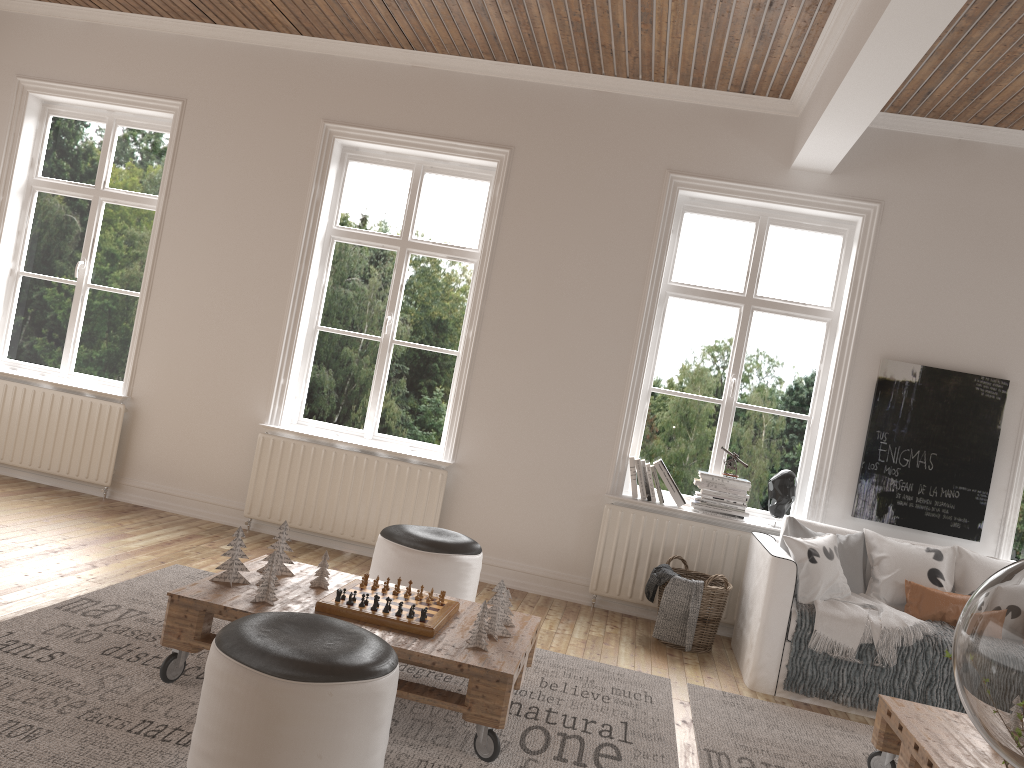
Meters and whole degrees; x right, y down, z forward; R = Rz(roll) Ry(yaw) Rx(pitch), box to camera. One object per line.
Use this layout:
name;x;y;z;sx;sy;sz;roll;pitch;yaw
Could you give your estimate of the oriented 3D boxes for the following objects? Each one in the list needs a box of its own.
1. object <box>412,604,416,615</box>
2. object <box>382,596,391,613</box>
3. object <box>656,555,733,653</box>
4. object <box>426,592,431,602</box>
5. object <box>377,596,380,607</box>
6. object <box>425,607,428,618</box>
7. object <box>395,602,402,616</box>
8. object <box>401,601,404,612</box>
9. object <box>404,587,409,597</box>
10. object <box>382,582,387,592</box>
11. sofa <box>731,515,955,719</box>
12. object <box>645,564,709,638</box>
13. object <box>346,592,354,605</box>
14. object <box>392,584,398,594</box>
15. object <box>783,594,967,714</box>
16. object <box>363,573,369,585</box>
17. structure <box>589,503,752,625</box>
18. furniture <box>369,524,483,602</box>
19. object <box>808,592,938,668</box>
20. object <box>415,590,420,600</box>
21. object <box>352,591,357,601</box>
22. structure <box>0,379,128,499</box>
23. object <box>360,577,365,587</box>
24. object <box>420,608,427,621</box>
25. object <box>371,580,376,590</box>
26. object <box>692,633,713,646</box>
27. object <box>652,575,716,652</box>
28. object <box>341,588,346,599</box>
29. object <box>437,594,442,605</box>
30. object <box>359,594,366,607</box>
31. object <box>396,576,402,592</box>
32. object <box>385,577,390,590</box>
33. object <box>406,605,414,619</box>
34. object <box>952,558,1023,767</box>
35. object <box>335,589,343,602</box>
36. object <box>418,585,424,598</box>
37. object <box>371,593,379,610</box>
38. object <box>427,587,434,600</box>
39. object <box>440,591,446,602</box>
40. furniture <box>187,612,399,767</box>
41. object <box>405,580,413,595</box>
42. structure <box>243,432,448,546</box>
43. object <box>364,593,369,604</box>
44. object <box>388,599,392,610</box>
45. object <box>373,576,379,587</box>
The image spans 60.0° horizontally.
object;-0.347;0.792;3.118;0.017;0.037;0.017;11;0;28
object;-0.434;0.766;3.086;0.025;0.055;0.025;11;0;41
object;0.956;1.180;4.751;0.393;0.432;0.393;11;0;30
object;-0.312;0.800;3.330;0.017;0.037;0.017;11;0;28
object;-0.475;0.768;3.136;0.017;0.037;0.017;11;0;28
object;-0.303;0.801;3.110;0.017;0.037;0.017;11;0;28
object;-0.390;0.779;3.080;0.022;0.047;0.022;11;0;41
object;-0.390;0.784;3.124;0.017;0.037;0.017;11;0;28
object;-0.397;0.784;3.346;0.017;0.037;0.017;11;0;28
object;-0.483;0.768;3.360;0.017;0.037;0.017;11;0;28
sofa;2.178;1.232;4.404;1.960;0.776;0.866;11;0;9
object;0.887;1.161;4.751;0.367;0.332;0.303;11;0;0
object;-0.564;0.748;3.107;0.026;0.044;0.026;11;0;-36
object;-0.441;0.776;3.354;0.017;0.037;0.017;11;0;28
object;2.137;1.373;4.248;1.680;0.423;0.651;11;0;9
object;-0.562;0.751;3.417;0.019;0.040;0.019;11;0;5
structure;1.065;1.208;5.100;1.223;0.829;0.095;11;0;9
furniture;-0.417;0.920;4.242;0.518;0.430;0.518;11;0;30
object;1.735;1.160;4.324;0.588;0.255;0.729;11;0;13
object;-0.354;0.792;3.338;0.017;0.037;0.017;11;0;28
object;-0.559;0.752;3.153;0.017;0.037;0.017;11;0;28
structure;-3.118;0.423;5.748;1.223;0.829;0.085;11;0;8
object;-0.568;0.752;3.371;0.017;0.037;0.017;11;0;28
object;-0.307;0.798;3.065;0.019;0.040;0.019;11;0;43
object;-0.523;0.760;3.365;0.017;0.037;0.017;11;0;28
object;0.939;1.291;4.754;0.291;0.186;0.280;11;0;-6
object;0.929;1.187;4.715;0.290;0.356;0.349;11;0;38
object;-0.597;0.745;3.156;0.017;0.037;0.017;11;0;-11
object;-0.272;0.807;3.326;0.017;0.037;0.017;11;0;28
object;-0.521;0.754;3.100;0.022;0.047;0.022;11;0;-23
object;-0.433;0.766;3.397;0.025;0.058;0.025;11;0;-36
object;-0.477;0.764;3.404;0.022;0.047;0.022;11;0;41
object;-0.350;0.788;3.075;0.026;0.044;0.026;11;0;-36
object;0.455;0.637;0.629;0.395;1.062;0.180;11;0;23
object;-0.608;0.742;3.111;0.019;0.040;0.019;11;0;5
object;-0.344;0.788;3.382;0.022;0.047;0.022;11;0;41
object;-0.476;0.757;3.092;0.025;0.058;0.025;11;0;-36
object;-0.307;0.797;3.377;0.026;0.044;0.026;11;0;-36
object;-0.264;0.807;3.369;0.019;0.040;0.019;11;0;43
furniture;-0.585;0.886;2.417;0.518;0.430;0.518;11;0;12
object;-0.391;0.776;3.392;0.025;0.055;0.025;11;0;41
structure;-1.046;0.812;5.427;1.223;0.829;0.095;11;0;9
object;-0.515;0.761;3.146;0.017;0.037;0.017;11;0;28
object;-0.432;0.776;3.131;0.017;0.037;0.017;11;0;28
object;-0.519;0.757;3.411;0.026;0.044;0.026;11;0;-36
